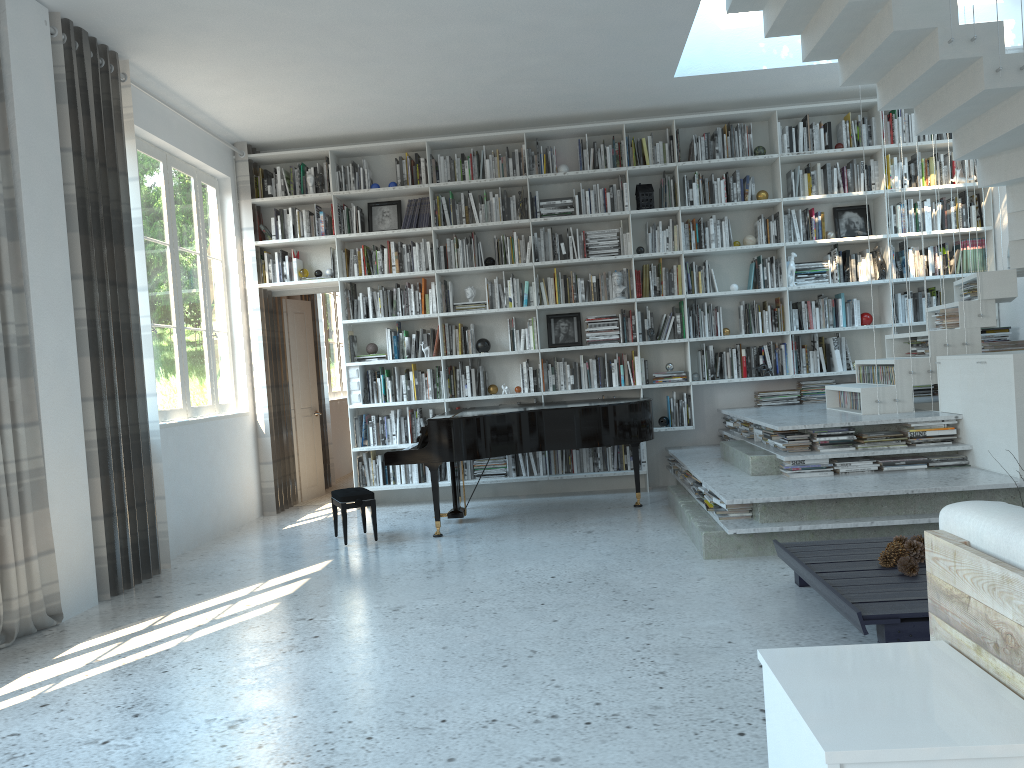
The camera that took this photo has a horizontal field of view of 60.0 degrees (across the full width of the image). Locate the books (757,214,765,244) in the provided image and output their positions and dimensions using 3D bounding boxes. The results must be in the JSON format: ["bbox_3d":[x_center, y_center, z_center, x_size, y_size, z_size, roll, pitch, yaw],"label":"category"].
[{"bbox_3d":[2.129,-1.302,7.573,0.015,0.267,0.164,-4,1,4],"label":"books"}]

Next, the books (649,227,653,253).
[{"bbox_3d":[1.198,-1.225,7.652,0.024,0.242,0.159,-4,1,4],"label":"books"}]

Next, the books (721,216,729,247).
[{"bbox_3d":[1.825,-1.283,7.586,0.024,0.272,0.169,-4,1,4],"label":"books"}]

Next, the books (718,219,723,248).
[{"bbox_3d":[1.781,-1.276,7.615,0.024,0.262,0.133,-4,1,4],"label":"books"}]

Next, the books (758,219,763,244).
[{"bbox_3d":[2.118,-1.284,7.586,0.012,0.232,0.154,-4,1,4],"label":"books"}]

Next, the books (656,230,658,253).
[{"bbox_3d":[1.241,-1.210,7.645,0.023,0.207,0.171,-4,1,4],"label":"books"}]

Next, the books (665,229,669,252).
[{"bbox_3d":[1.328,-1.217,7.627,0.029,0.211,0.157,-4,1,4],"label":"books"}]

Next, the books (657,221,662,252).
[{"bbox_3d":[1.269,-1.245,7.615,0.028,0.275,0.186,-4,1,4],"label":"books"}]

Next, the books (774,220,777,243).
[{"bbox_3d":[2.229,-1.278,7.562,0.013,0.204,0.173,-4,1,4],"label":"books"}]

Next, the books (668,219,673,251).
[{"bbox_3d":[1.362,-1.261,7.632,0.028,0.293,0.154,-4,1,4],"label":"books"}]

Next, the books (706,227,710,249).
[{"bbox_3d":[1.666,-1.233,7.611,0.025,0.194,0.171,-4,1,4],"label":"books"}]

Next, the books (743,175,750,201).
[{"bbox_3d":[1.990,-1.644,7.563,0.054,0.235,0.171,-4,1,4],"label":"books"}]

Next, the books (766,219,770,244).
[{"bbox_3d":[2.174,-1.286,7.583,0.016,0.228,0.160,-4,1,4],"label":"books"}]

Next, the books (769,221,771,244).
[{"bbox_3d":[2.190,-1.276,7.588,0.012,0.206,0.137,-4,1,4],"label":"books"}]

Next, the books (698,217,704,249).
[{"bbox_3d":[1.620,-1.273,7.598,0.014,0.280,0.177,-4,1,4],"label":"books"}]

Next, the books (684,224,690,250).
[{"bbox_3d":[1.500,-1.246,7.636,0.030,0.242,0.138,-4,1,4],"label":"books"}]

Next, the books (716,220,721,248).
[{"bbox_3d":[1.756,-1.265,7.597,0.025,0.245,0.183,-4,1,4],"label":"books"}]

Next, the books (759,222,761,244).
[{"bbox_3d":[2.111,-1.270,7.589,0.005,0.205,0.153,-4,1,4],"label":"books"}]

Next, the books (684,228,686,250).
[{"bbox_3d":[1.480,-1.229,7.642,0.013,0.210,0.140,-4,1,4],"label":"books"}]

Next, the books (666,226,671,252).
[{"bbox_3d":[1.347,-1.230,7.632,0.024,0.234,0.149,-4,1,4],"label":"books"}]

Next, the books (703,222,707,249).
[{"bbox_3d":[1.640,-1.253,7.603,0.022,0.237,0.164,-4,1,4],"label":"books"}]

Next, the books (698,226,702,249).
[{"bbox_3d":[1.604,-1.240,7.620,0.026,0.216,0.161,-4,1,4],"label":"books"}]

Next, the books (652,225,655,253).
[{"bbox_3d":[1.214,-1.229,7.646,0.028,0.250,0.164,-4,1,4],"label":"books"}]

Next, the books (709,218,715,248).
[{"bbox_3d":[1.701,-1.270,7.589,0.030,0.263,0.182,-4,1,4],"label":"books"}]

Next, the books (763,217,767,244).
[{"bbox_3d":[2.146,-1.292,7.583,0.016,0.244,0.151,-4,1,4],"label":"books"}]

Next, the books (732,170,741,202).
[{"bbox_3d":[1.917,-1.664,7.564,0.029,0.285,0.183,-4,1,4],"label":"books"}]

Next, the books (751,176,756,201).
[{"bbox_3d":[2.052,-1.646,7.585,0.026,0.229,0.140,-4,1,4],"label":"books"}]

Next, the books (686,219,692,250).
[{"bbox_3d":[1.521,-1.266,7.630,0.014,0.278,0.154,-4,1,4],"label":"books"}]

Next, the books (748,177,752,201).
[{"bbox_3d":[2.014,-1.636,7.570,0.048,0.216,0.182,-4,1,4],"label":"books"}]

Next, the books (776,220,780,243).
[{"bbox_3d":[2.254,-1.280,7.565,0.012,0.206,0.169,-4,1,4],"label":"books"}]

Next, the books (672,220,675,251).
[{"bbox_3d":[1.378,-1.254,7.629,0.025,0.277,0.173,-4,1,4],"label":"books"}]

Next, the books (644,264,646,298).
[{"bbox_3d":[1.147,-0.877,7.664,0.035,0.293,0.145,-4,1,4],"label":"books"}]

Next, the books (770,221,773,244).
[{"bbox_3d":[2.202,-1.275,7.575,0.013,0.202,0.173,-4,1,4],"label":"books"}]

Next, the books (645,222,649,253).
[{"bbox_3d":[1.165,-1.244,7.655,0.018,0.285,0.159,-4,1,4],"label":"books"}]

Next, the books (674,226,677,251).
[{"bbox_3d":[1.395,-1.231,7.612,0.028,0.230,0.176,-4,1,4],"label":"books"}]

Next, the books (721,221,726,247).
[{"bbox_3d":[1.804,-1.262,7.600,0.021,0.232,0.183,-4,1,4],"label":"books"}]

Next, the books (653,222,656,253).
[{"bbox_3d":[1.228,-1.243,7.646,0.019,0.275,0.146,-4,1,4],"label":"books"}]

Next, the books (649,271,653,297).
[{"bbox_3d":[1.193,-0.850,7.652,0.015,0.232,0.180,-4,1,4],"label":"books"}]

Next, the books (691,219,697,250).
[{"bbox_3d":[1.570,-1.272,7.639,0.014,0.284,0.135,-4,1,4],"label":"books"}]

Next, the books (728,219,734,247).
[{"bbox_3d":[1.865,-1.277,7.607,0.034,0.254,0.161,-4,1,4],"label":"books"}]

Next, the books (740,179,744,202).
[{"bbox_3d":[1.950,-1.630,7.578,0.030,0.213,0.156,-4,1,4],"label":"books"}]

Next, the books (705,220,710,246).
[{"bbox_3d":[1.682,-1.266,7.615,0.011,0.257,0.131,-4,1,4],"label":"books"}]

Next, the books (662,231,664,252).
[{"bbox_3d":[1.289,-1.207,7.626,0.024,0.195,0.172,-4,1,4],"label":"books"}]

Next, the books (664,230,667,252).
[{"bbox_3d":[1.308,-1.209,7.628,0.027,0.196,0.185,-4,1,4],"label":"books"}]

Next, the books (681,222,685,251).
[{"bbox_3d":[1.457,-1.247,7.616,0.028,0.251,0.190,-4,1,4],"label":"books"}]

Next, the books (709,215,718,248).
[{"bbox_3d":[1.730,-1.289,7.613,0.027,0.295,0.159,-4,1,4],"label":"books"}]

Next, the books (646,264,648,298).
[{"bbox_3d":[1.159,-0.878,7.648,0.035,0.293,0.145,-4,1,4],"label":"books"}]

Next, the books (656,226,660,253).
[{"bbox_3d":[1.255,-1.225,7.638,0.023,0.236,0.178,-4,1,4],"label":"books"}]

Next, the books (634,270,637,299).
[{"bbox_3d":[1.059,-0.852,7.674,0.014,0.254,0.161,-4,1,4],"label":"books"}]

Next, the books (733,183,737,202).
[{"bbox_3d":[1.894,-1.611,7.580,0.027,0.181,0.176,-4,1,4],"label":"books"}]

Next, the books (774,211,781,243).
[{"bbox_3d":[2.259,-1.317,7.556,0.005,0.278,0.182,-4,1,4],"label":"books"}]

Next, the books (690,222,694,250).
[{"bbox_3d":[1.535,-1.251,7.613,0.014,0.248,0.176,-4,1,4],"label":"books"}]

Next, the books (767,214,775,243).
[{"bbox_3d":[2.213,-1.303,7.563,0.016,0.257,0.175,-4,1,4],"label":"books"}]

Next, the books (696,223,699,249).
[{"bbox_3d":[1.584,-1.249,7.619,0.013,0.236,0.157,-4,1,4],"label":"books"}]

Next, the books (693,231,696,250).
[{"bbox_3d":[1.555,-1.218,7.625,0.021,0.179,0.136,-4,1,4],"label":"books"}]

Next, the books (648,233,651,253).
[{"bbox_3d":[1.179,-1.194,7.634,0.028,0.185,0.181,-4,1,4],"label":"books"}]

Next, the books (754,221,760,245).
[{"bbox_3d":[2.100,-1.277,7.593,0.015,0.220,0.140,-4,1,4],"label":"books"}]

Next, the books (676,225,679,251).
[{"bbox_3d":[1.415,-1.237,7.626,0.026,0.238,0.173,-4,1,4],"label":"books"}]
